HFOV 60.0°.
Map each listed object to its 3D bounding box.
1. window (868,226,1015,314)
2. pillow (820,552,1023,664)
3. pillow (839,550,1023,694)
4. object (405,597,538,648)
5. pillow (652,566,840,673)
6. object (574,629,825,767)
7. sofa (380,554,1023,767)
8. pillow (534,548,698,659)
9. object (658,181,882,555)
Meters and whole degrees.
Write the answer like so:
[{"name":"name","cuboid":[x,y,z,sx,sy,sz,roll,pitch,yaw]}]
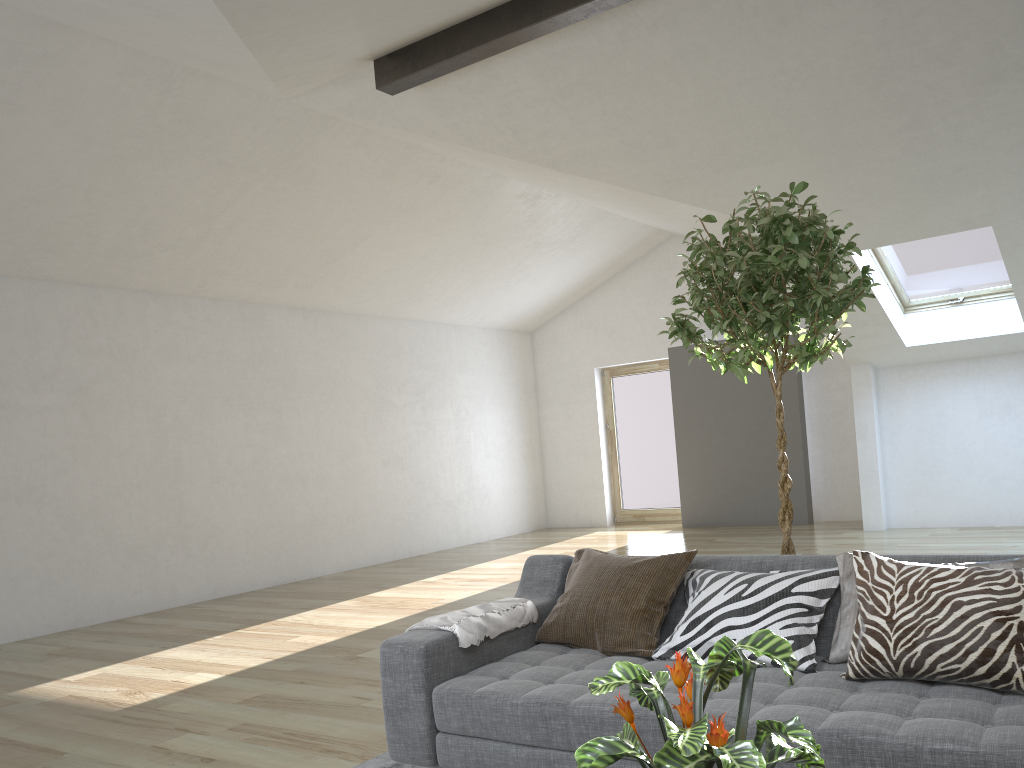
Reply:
[{"name":"window","cuboid":[3.764,-1.042,7.722,1.478,0.728,1.897,-7,-4,35]},{"name":"pillow","cuboid":[1.222,0.658,2.550,0.644,0.318,0.262,-7,-2,35]},{"name":"pillow","cuboid":[1.173,0.624,2.370,0.560,0.340,0.280,-7,-3,39]},{"name":"object","cuboid":[-0.141,0.989,3.139,0.359,0.419,0.479,-6,-2,38]},{"name":"pillow","cuboid":[0.746,0.743,2.825,0.562,0.283,0.357,-7,-3,35]},{"name":"object","cuboid":[0.287,0.643,1.344,0.377,0.526,0.436,-5,-1,10]},{"name":"sofa","cuboid":[0.873,0.889,2.588,2.471,0.683,1.022,-8,-4,35]},{"name":"pillow","cuboid":[0.348,0.770,3.152,0.580,0.338,0.308,-8,-3,44]},{"name":"object","cuboid":[1.001,0.268,3.377,0.802,2.020,0.811,-5,0,13]}]
